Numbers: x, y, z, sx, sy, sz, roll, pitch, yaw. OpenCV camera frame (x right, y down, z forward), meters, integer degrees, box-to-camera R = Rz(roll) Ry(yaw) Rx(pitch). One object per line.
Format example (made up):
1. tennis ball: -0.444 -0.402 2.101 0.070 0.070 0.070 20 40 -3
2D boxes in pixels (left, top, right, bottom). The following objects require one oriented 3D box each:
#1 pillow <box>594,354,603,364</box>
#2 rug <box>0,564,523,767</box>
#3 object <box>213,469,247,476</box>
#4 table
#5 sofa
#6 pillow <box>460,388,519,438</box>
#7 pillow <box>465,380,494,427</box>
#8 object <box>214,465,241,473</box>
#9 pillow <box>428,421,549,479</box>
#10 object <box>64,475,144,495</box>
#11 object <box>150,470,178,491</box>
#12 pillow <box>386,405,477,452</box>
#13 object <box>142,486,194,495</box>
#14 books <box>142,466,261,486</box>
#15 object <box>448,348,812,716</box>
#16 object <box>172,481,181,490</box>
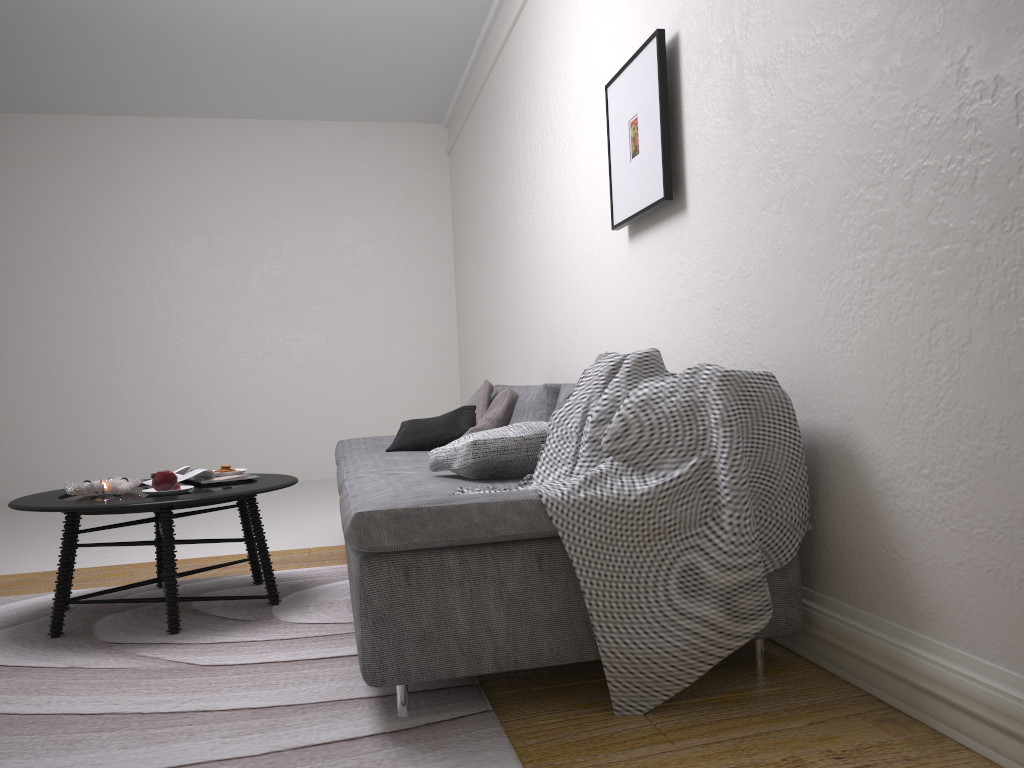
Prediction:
1. pillow: 0.255 0.103 2.540 0.244 0.390 0.423 -3 0 -12
2. rug: -1.015 0.795 1.875 1.968 0.008 3.674 -3 0 -12
3. object: -1.152 0.357 3.559 0.170 0.015 0.165 -3 0 -31
4. table: -1.245 0.597 3.177 0.954 0.449 0.934 -3 0 -15
5. sofa: -0.117 0.391 3.482 1.112 0.772 3.030 -3 0 -12
6. pillow: -0.143 0.182 4.236 0.341 0.318 0.419 -3 0 -13
7. pillow: -0.245 0.205 4.656 0.350 0.448 0.481 -3 0 8
8. object: -1.153 0.344 3.561 0.117 0.036 0.122 -3 0 39
9. pillow: -0.034 0.225 2.944 0.412 0.194 0.398 -3 0 -26
10. object: -1.444 0.360 3.143 0.254 0.062 0.253 -3 0 -5
11. object: -1.196 0.336 3.062 0.109 0.082 0.089 -3 0 22
12. pillow: -0.386 0.251 4.367 0.419 0.268 0.403 -3 0 8
13. object: -1.192 0.370 3.074 0.164 0.015 0.170 -3 0 32
14. books: -1.198 0.346 3.404 0.379 0.048 0.299 -3 0 -34
15. object: 0.227 0.341 2.267 0.866 0.866 0.632 -3 0 43
16. object: -1.191 0.357 3.129 0.036 0.036 0.044 -3 0 -4
